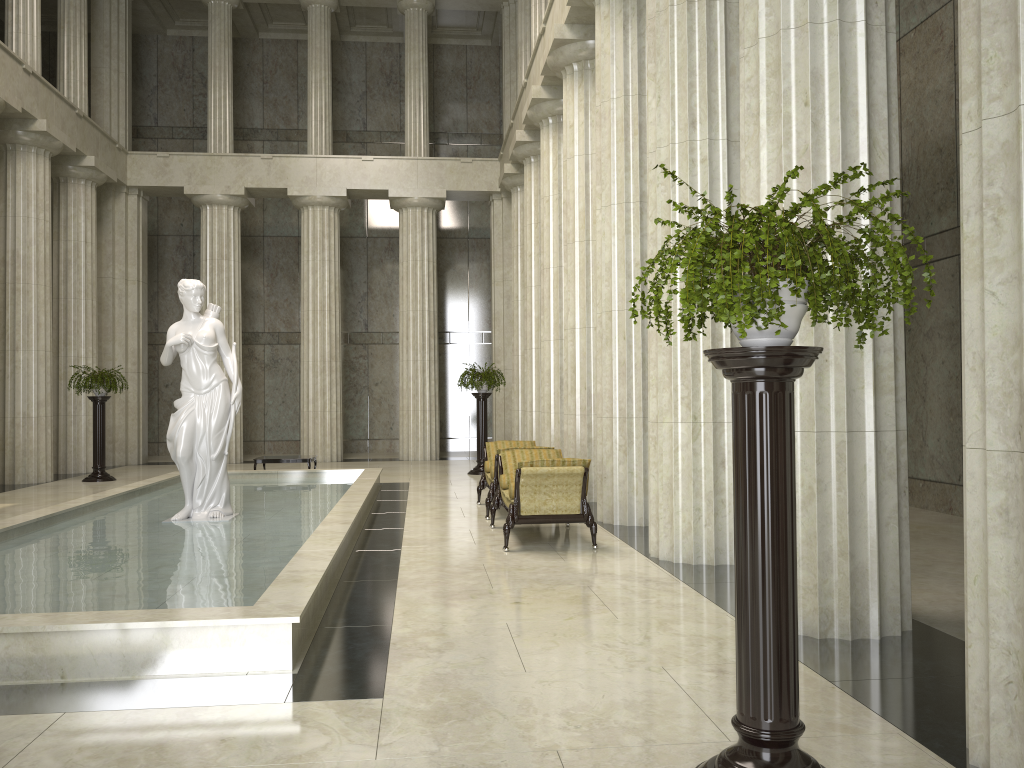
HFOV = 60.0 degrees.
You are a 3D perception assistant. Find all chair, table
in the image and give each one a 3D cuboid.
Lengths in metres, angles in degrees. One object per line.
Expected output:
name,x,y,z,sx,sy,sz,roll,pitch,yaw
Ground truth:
chair,0.048,1.305,12.450,0.993,0.950,2.172,0,-1,-6
chair,0.305,1.254,9.996,0.993,0.950,2.172,0,-1,-6
table,-4.400,1.673,17.286,1.134,0.494,1.123,0,-1,-7

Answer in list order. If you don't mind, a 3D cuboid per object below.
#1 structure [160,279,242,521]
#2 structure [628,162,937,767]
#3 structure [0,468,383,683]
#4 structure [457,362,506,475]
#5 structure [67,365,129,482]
structure,-3.710,0.258,10.591,0.940,3.044,0.729,0,-1,-12
structure,1.004,0.397,3.400,1.159,2.386,1.053,-1,-1,24
structure,-3.673,1.711,10.591,3.754,0.508,11.573,0,-1,-6
structure,-0.643,0.723,18.942,1.053,2.386,1.159,-1,-1,-1
structure,-8.436,0.783,18.132,1.159,2.386,1.053,0,-1,-11
